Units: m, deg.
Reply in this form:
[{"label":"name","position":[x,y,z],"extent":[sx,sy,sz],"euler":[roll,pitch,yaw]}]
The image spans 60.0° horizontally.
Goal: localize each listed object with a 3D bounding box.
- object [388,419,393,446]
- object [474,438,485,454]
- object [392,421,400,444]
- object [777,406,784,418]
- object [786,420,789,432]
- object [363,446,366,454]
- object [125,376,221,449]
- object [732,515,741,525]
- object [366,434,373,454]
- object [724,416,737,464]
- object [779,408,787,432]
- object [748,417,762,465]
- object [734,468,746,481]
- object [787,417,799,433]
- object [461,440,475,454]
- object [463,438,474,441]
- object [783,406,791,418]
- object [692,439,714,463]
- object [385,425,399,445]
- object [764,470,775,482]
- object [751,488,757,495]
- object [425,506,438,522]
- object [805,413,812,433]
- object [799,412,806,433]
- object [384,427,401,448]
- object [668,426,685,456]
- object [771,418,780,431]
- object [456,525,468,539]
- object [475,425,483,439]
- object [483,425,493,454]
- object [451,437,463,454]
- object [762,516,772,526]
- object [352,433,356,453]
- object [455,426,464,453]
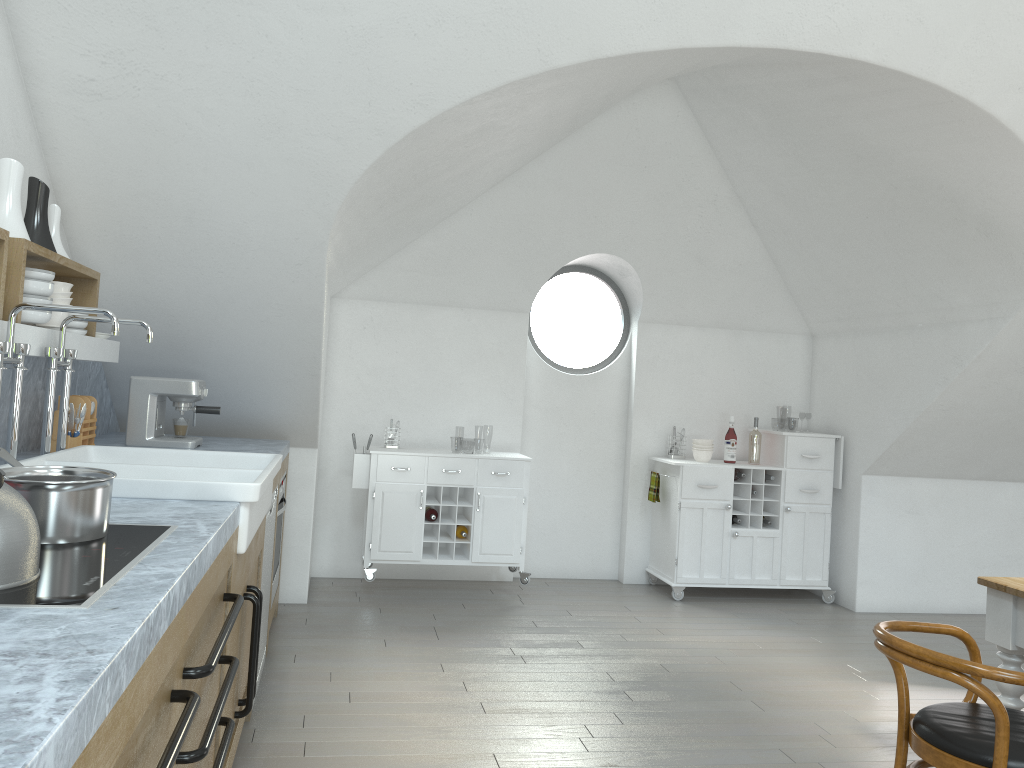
[{"label":"object","position":[-0.782,0.313,5.732],"extent":[0.039,0.175,0.054],"euler":[4,-2,-11]},{"label":"object","position":[-0.213,0.400,5.670],"extent":[0.071,0.099,0.071],"euler":[3,-2,12]},{"label":"object","position":[-0.748,0.317,5.724],"extent":[0.039,0.164,0.024],"euler":[4,-2,2]},{"label":"object","position":[1.932,0.251,6.392],"extent":[0.054,0.179,0.054],"euler":[4,-2,-17]},{"label":"object","position":[1.971,0.299,6.265],"extent":[0.077,0.085,0.077],"euler":[4,-1,-3]},{"label":"object","position":[-0.919,0.501,5.477],"extent":[0.038,0.262,0.038],"euler":[3,-2,22]},{"label":"object","position":[-1.571,0.135,4.169],"extent":[0.386,0.321,0.324],"euler":[4,-1,-11]},{"label":"object","position":[1.542,0.930,6.161],"extent":[0.156,0.085,0.331],"euler":[4,-1,-10]},{"label":"object","position":[-0.902,0.440,5.452],"extent":[0.088,0.269,0.029],"euler":[3,-2,16]},{"label":"object","position":[1.532,0.389,6.203],"extent":[0.081,0.330,0.081],"euler":[4,-2,-15]},{"label":"object","position":[1.911,0.253,6.247],"extent":[0.048,0.169,0.048],"euler":[3,-2,21]},{"label":"object","position":[1.710,0.400,6.232],"extent":[0.085,0.331,0.085],"euler":[2,-3,38]},{"label":"object","position":[1.533,0.623,6.164],"extent":[0.092,0.094,0.359],"euler":[4,-1,-11]},{"label":"object","position":[1.958,0.288,6.180],"extent":[0.082,0.105,0.081],"euler":[3,-2,27]},{"label":"object","position":[-0.281,0.402,5.621],"extent":[0.077,0.085,0.077],"euler":[4,-2,-23]},{"label":"object","position":[-0.294,0.398,5.713],"extent":[0.094,0.093,0.093],"euler":[4,-2,-23]},{"label":"object","position":[1.989,0.251,6.421],"extent":[0.063,0.187,0.063],"euler":[5,-2,-25]},{"label":"object","position":[1.319,0.461,6.133],"extent":[0.154,0.160,0.157],"euler":[3,-1,17]},{"label":"object","position":[-0.772,0.330,5.737],"extent":[0.097,0.137,0.029],"euler":[4,-2,-8]},{"label":"object","position":[1.737,0.640,6.195],"extent":[0.087,0.085,0.360],"euler":[4,-1,-11]},{"label":"object","position":[1.623,0.740,6.185],"extent":[0.085,0.085,0.330],"euler":[4,-1,-11]},{"label":"object","position":[-0.505,0.814,5.525],"extent":[0.082,0.085,0.317],"euler":[4,-1,-10]},{"label":"object","position":[2.111,0.277,6.321],"extent":[0.046,0.143,0.046],"euler":[4,-2,0]},{"label":"object","position":[2.053,0.273,6.277],"extent":[0.046,0.143,0.046],"euler":[4,-2,0]},{"label":"object","position":[-0.773,0.349,5.728],"extent":[0.101,0.138,0.067],"euler":[4,-2,-11]},{"label":"object","position":[1.181,0.409,6.336],"extent":[0.115,0.209,0.065],"euler":[4,-2,-9]},{"label":"object","position":[1.897,0.291,6.320],"extent":[0.093,0.093,0.094],"euler":[3,-1,22]},{"label":"object","position":[-0.324,0.929,5.596],"extent":[0.082,0.083,0.317],"euler":[4,-1,-11]},{"label":"object","position":[-0.219,0.360,5.741],"extent":[0.054,0.179,0.054],"euler":[5,-3,-34]},{"label":"object","position":[-0.158,0.360,5.722],"extent":[0.063,0.187,0.063],"euler":[5,-2,-26]},{"label":"object","position":[-0.350,0.387,5.571],"extent":[0.082,0.105,0.081],"euler":[4,-2,2]},{"label":"object","position":[1.713,0.944,6.187],"extent":[0.081,0.081,0.358],"euler":[4,-1,-13]},{"label":"object","position":[-0.955,0.437,5.442],"extent":[0.088,0.269,0.029],"euler":[5,-3,-38]},{"label":"object","position":[-0.337,0.357,5.653],"extent":[0.048,0.169,0.048],"euler":[4,-2,-23]}]
